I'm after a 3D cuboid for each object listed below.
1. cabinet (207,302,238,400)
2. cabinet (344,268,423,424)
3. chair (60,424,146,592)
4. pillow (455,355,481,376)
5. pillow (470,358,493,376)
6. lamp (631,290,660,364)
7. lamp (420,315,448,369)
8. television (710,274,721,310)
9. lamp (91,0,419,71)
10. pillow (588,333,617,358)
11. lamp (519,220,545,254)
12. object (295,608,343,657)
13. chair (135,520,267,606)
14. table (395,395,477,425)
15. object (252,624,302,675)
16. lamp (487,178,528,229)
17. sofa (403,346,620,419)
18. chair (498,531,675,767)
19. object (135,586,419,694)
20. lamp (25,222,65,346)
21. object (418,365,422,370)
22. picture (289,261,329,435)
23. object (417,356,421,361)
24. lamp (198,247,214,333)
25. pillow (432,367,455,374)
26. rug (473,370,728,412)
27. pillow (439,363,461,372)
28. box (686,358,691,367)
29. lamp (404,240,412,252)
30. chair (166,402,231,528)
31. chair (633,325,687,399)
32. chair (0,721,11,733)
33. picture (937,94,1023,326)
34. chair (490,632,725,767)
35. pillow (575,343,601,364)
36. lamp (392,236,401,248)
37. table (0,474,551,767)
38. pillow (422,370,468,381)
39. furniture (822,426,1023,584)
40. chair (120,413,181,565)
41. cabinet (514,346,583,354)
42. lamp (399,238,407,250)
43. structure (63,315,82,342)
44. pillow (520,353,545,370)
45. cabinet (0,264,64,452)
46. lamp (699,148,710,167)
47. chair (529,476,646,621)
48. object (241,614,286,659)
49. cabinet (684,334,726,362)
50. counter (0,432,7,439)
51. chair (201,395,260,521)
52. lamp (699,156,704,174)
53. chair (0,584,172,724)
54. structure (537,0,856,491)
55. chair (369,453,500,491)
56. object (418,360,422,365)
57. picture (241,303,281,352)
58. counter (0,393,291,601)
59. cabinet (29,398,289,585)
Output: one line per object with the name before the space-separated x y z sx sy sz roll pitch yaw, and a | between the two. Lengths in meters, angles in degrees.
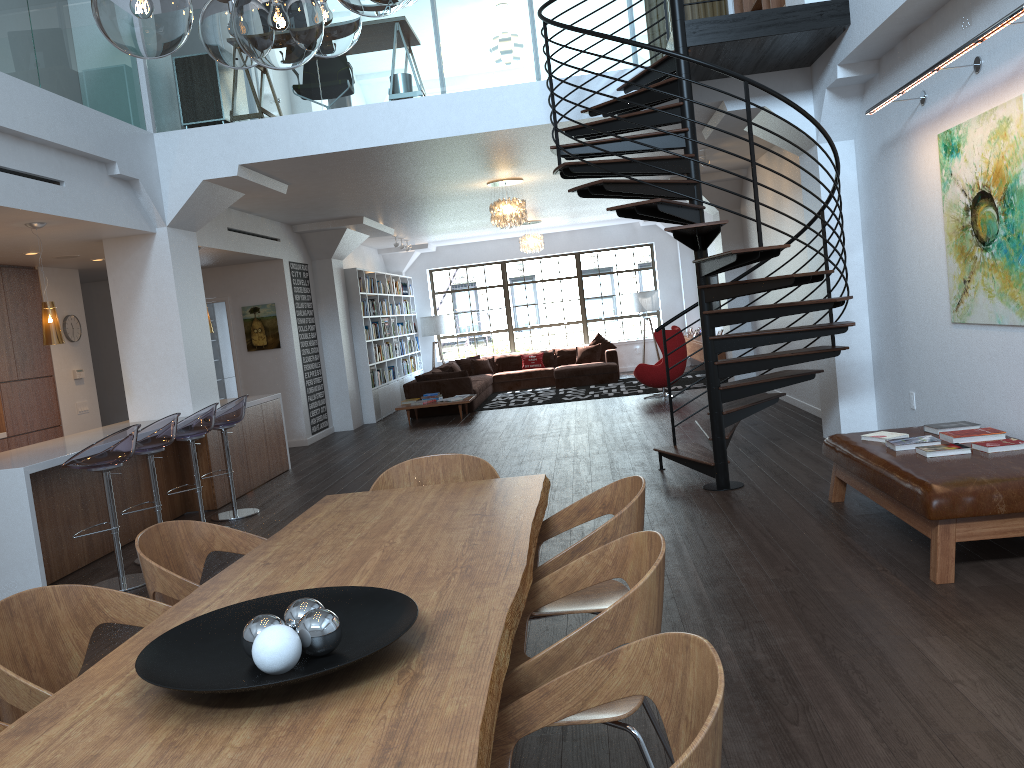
cabinet | -4.926 -0.555 13.430 0.527 2.991 2.630 -6 4 5
cabinet | -2.305 -0.762 15.943 0.461 2.414 4.500 -6 4 5
chair | -2.554 0.783 5.649 0.481 1.014 0.530 -6 5 7
pillow | -0.794 -0.342 17.329 0.580 0.418 0.334 -8 5 -22
pillow | -0.610 -0.336 17.218 0.489 0.337 0.238 -9 5 -25
lamp | 2.733 -1.060 17.770 0.545 1.579 0.545 -5 5 16
lamp | -1.532 -0.610 18.242 0.545 1.579 0.545 -7 5 -6
television | 3.490 -1.502 15.368 0.013 0.816 1.324 -6 4 5
lamp | -0.750 -1.880 2.042 0.849 2.140 1.787 -6 4 4
pillow | 1.670 -0.697 17.199 0.651 0.587 0.335 -8 5 -16
lamp | 0.334 -2.556 15.497 0.442 0.539 0.441 -11 6 -43
object | -0.412 0.531 1.895 0.100 0.100 0.100 -10 6 -40
chair | -0.962 0.891 3.164 0.618 0.833 0.629 -6 4 3
table | -1.112 0.393 13.292 1.100 0.271 0.853 -6 4 5
object | -0.484 0.546 1.826 0.100 0.100 0.100 -10 6 -40
lamp | -0.052 -2.116 10.470 0.442 0.539 0.441 -11 6 -43
sofa | 0.195 -0.145 15.698 3.481 0.664 4.197 -6 4 5
chair | 0.146 0.834 2.295 0.618 0.833 0.629 -6 5 6
object | -0.494 0.566 1.922 0.592 0.066 0.592 -10 6 -37
lamp | -2.608 -1.372 7.538 0.149 1.807 2.842 -2 6 44
object | -2.007 -0.322 17.990 0.331 0.088 0.410 -6 4 5
picture | -2.832 -0.511 12.437 0.021 2.380 0.800 -6 4 5
object | -2.034 -0.495 17.977 0.316 0.088 0.410 -6 4 5
lamp | -3.274 -0.978 9.315 0.149 0.900 0.149 -10 6 -40
pillow | -1.041 -0.081 14.303 0.269 0.411 0.559 -10 6 -39
rug | 1.537 0.081 15.102 4.200 0.007 3.100 -6 5 6
pillow | -1.036 -0.172 15.733 0.325 0.391 0.625 -5 5 21
box | 3.478 -0.443 17.927 0.228 0.165 0.368 -6 4 5
lamp | -1.913 -2.534 16.270 0.120 0.211 0.111 -8 5 -21
chair | -2.469 0.674 6.911 0.481 1.014 0.530 -6 4 3
chair | 2.175 -0.328 12.982 0.801 1.006 0.798 -4 5 30
chair | -1.098 1.028 1.632 0.618 0.833 0.629 -6 4 5
picture | 2.735 -0.944 5.140 0.010 1.200 1.095 -6 4 5
chair | 0.107 0.898 1.534 0.618 0.833 0.629 -6 4 5
pillow | 1.463 -0.579 17.059 0.542 0.362 0.248 -4 5 26
lamp | -1.992 -2.444 15.252 0.111 0.211 0.120 -3 6 39
table | -0.447 0.970 1.949 1.012 0.750 3.803 -6 4 5
pillow | -1.019 -0.021 14.039 0.750 0.364 0.289 -6 4 4
furniture | 2.409 0.564 4.867 0.907 0.453 1.819 -6 4 5
chair | -2.534 0.731 6.279 0.481 1.014 0.530 -6 4 3
cabinet | 0.794 -0.386 18.149 1.520 0.625 0.350 -6 4 5
lamp | -1.953 -2.489 15.755 0.120 0.211 0.111 -10 6 -36
structure | -4.875 -0.616 9.833 0.040 0.300 0.300 -6 4 5
pillow | 0.404 -0.440 17.273 0.465 0.308 0.220 -6 4 1
cabinet | -5.366 0.262 6.850 0.598 2.499 5.299 -6 4 5
lamp | 2.112 -2.475 9.703 0.120 0.211 0.111 -8 5 -21
chair | 0.211 0.765 3.057 0.617 0.830 0.629 -6 4 5
object | -0.533 0.548 1.917 0.100 0.100 0.100 -10 6 -40
cabinet | 3.438 -0.621 15.515 0.459 0.350 4.501 -6 4 5
counter | -5.354 0.713 6.429 0.600 0.050 4.387 -6 4 5
chair | -2.421 0.619 7.537 0.481 1.014 0.530 -6 5 7
lamp | 2.152 -2.521 10.219 0.120 0.211 0.111 -10 6 -36
chair | -1.039 0.961 2.391 0.618 0.833 0.629 -6 4 5
structure | 1.314 -1.399 6.380 1.998 4.352 1.998 -10 5 -34
chair | -0.307 0.762 3.859 0.629 0.833 0.618 -7 4 0
object | -2.017 -0.409 17.983 0.331 0.088 0.410 -6 4 5
picture | -3.338 -0.751 11.800 0.450 0.600 0.030 -6 4 5
counter | -2.361 0.817 5.961 3.039 0.860 8.182 -9 5 -24
cabinet | -3.140 0.795 7.655 0.898 0.796 4.493 -6 4 5
